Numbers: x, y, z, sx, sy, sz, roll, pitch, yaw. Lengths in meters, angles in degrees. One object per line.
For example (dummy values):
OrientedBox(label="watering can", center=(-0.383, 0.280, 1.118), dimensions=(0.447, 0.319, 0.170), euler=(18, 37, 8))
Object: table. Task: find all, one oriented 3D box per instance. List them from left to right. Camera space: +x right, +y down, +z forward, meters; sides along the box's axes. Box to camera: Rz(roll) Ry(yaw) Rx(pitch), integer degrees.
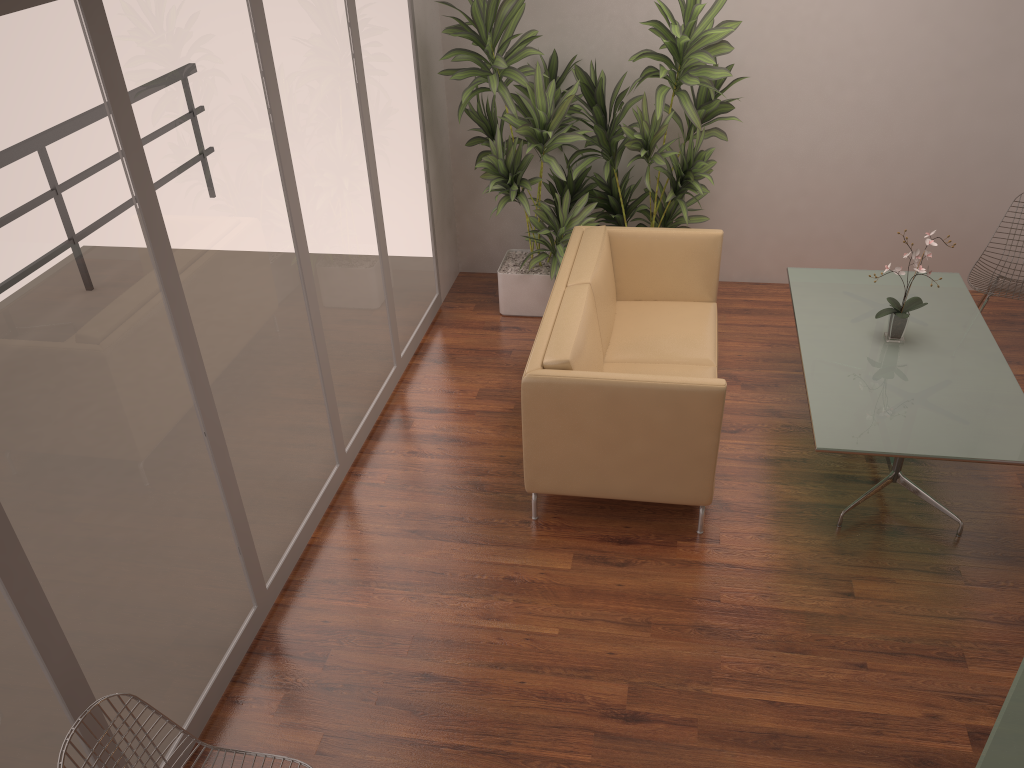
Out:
OrientedBox(label="table", center=(1.905, 0.061, 4.487), dimensions=(0.939, 0.586, 1.788), euler=(4, 33, 10))

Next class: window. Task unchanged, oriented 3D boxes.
OrientedBox(label="window", center=(-1.295, 0.086, 2.009), dimensions=(0.062, 3.430, 8.184), euler=(4, 33, 10))

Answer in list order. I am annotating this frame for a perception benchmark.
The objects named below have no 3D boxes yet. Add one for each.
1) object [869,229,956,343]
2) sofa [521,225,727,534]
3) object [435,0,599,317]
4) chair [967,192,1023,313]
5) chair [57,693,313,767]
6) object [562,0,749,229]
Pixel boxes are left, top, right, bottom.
OrientedBox(label="object", center=(1.924, -0.479, 4.211), dimensions=(0.371, 0.616, 0.285), euler=(1, 34, 5))
OrientedBox(label="sofa", center=(0.643, -0.138, 4.642), dimensions=(0.878, 0.876, 1.722), euler=(4, 33, 10))
OrientedBox(label="object", center=(0.164, -1.476, 5.573), dimensions=(0.960, 2.201, 1.040), euler=(15, 38, 25))
OrientedBox(label="chair", center=(2.947, -0.600, 5.113), dimensions=(0.539, 0.942, 0.540), euler=(16, 38, 26))
OrientedBox(label="chair", center=(-0.827, 1.271, 2.470), dimensions=(0.561, 0.942, 0.519), euler=(4, 34, 10))
OrientedBox(label="object", center=(0.831, -1.444, 5.464), dimensions=(1.075, 2.201, 0.928), euler=(12, 36, 21))
